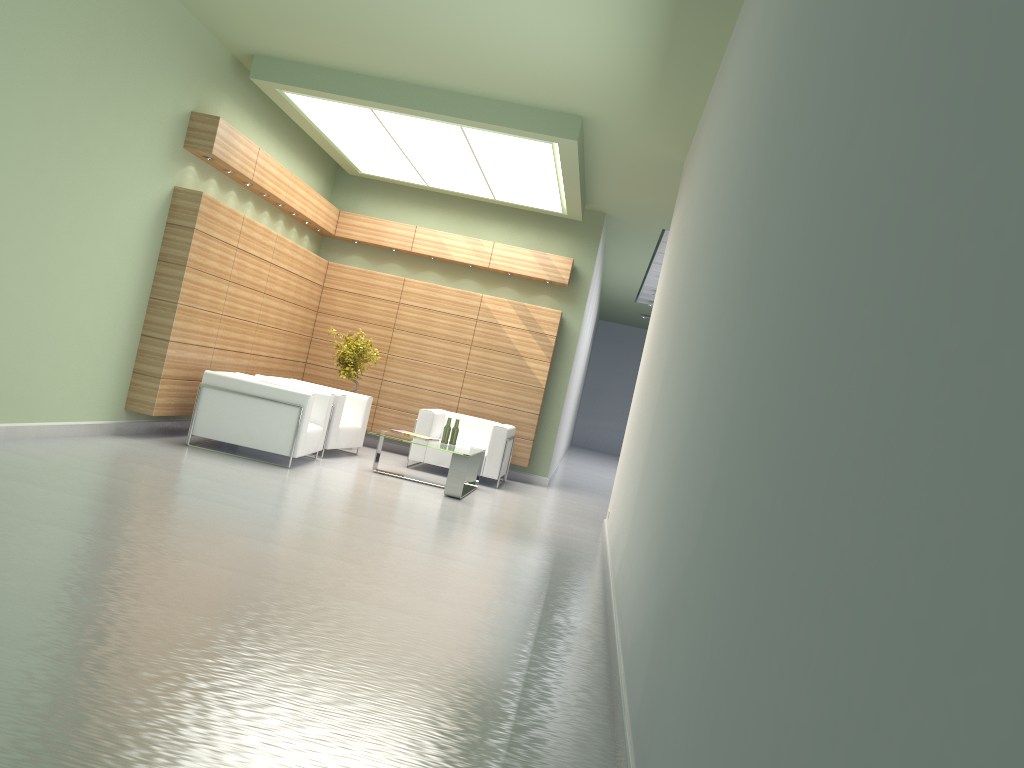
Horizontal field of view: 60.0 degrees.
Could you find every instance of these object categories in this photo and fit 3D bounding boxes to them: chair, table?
[{"bbox_3d":[-3.907,0.640,17.199,1.769,1.234,1.894,12,0,10],"label":"chair"},{"bbox_3d":[-1.001,1.293,18.363,1.894,1.234,1.802,12,0,5],"label":"chair"},{"bbox_3d":[-4.135,0.571,14.887,1.802,1.234,1.894,12,0,0],"label":"chair"},{"bbox_3d":[-1.534,1.380,15.830,1.783,0.742,2.197,12,0,5],"label":"table"}]

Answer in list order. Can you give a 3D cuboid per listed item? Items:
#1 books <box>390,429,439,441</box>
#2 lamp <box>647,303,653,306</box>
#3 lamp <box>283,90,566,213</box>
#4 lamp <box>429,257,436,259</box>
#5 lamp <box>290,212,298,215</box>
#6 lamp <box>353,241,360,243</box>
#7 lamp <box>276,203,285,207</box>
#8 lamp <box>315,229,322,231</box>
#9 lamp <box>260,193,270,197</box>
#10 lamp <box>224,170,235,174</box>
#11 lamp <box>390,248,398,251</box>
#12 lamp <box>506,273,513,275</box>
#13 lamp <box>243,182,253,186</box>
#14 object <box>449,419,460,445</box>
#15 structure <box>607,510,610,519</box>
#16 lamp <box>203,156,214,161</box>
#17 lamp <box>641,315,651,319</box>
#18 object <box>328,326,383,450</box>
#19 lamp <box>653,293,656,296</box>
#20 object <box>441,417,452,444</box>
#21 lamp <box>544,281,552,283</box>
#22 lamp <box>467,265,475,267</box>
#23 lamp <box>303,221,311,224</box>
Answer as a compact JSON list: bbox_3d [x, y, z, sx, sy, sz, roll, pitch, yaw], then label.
[{"bbox_3d":[-1.775,0.935,16.218,0.762,0.025,0.508,12,0,25],"label":"books"},{"bbox_3d":[5.463,-2.993,33.548,0.657,0.159,0.286,12,0,5],"label":"lamp"},{"bbox_3d":[-1.305,-4.426,16.957,4.571,0.325,5.060,12,0,5],"label":"lamp"},{"bbox_3d":[-1.797,-2.885,20.102,0.181,0.074,0.181,13,-1,-34],"label":"lamp"},{"bbox_3d":[-4.434,-3.486,18.054,0.181,0.074,0.181,13,0,-11],"label":"lamp"},{"bbox_3d":[-3.554,-3.273,20.274,0.181,0.074,0.181,13,0,0],"label":"lamp"},{"bbox_3d":[-4.507,-3.508,17.259,0.181,0.074,0.181,13,0,-11],"label":"lamp"},{"bbox_3d":[-4.285,-3.440,19.676,0.181,0.074,0.181,13,0,-11],"label":"lamp"},{"bbox_3d":[-4.581,-3.531,16.449,0.181,0.074,0.181,13,0,-23],"label":"lamp"},{"bbox_3d":[-4.728,-3.576,14.842,0.181,0.074,0.181,13,0,-11],"label":"lamp"},{"bbox_3d":[-2.681,-3.080,20.188,0.181,0.074,0.181,13,0,0],"label":"lamp"},{"bbox_3d":[-0.052,-2.500,19.931,0.181,0.074,0.181,13,-1,-34],"label":"lamp"},{"bbox_3d":[-4.654,-3.553,15.650,0.181,0.074,0.181,13,0,-11],"label":"lamp"},{"bbox_3d":[-1.030,0.869,16.051,0.131,0.475,0.131,13,0,-30],"label":"object"},{"bbox_3d":[1.538,2.067,14.087,0.017,0.118,0.262,12,0,5],"label":"structure"},{"bbox_3d":[-4.801,-3.598,14.049,0.181,0.074,0.181,13,0,-23],"label":"lamp"},{"bbox_3d":[5.870,-2.869,37.991,0.657,0.159,0.286,12,0,5],"label":"lamp"},{"bbox_3d":[-3.571,0.036,18.827,1.201,2.565,1.116,13,0,-26],"label":"object"},{"bbox_3d":[5.186,-3.078,30.514,0.657,0.159,0.286,12,0,5],"label":"lamp"},{"bbox_3d":[-1.167,0.838,15.942,0.131,0.475,0.131,13,0,-30],"label":"object"},{"bbox_3d":[0.808,-2.310,19.847,0.181,0.074,0.181,13,0,0],"label":"lamp"},{"bbox_3d":[-0.930,-2.694,20.017,0.181,0.074,0.181,13,0,0],"label":"lamp"},{"bbox_3d":[-4.359,-3.463,18.871,0.181,0.074,0.181,13,0,-23],"label":"lamp"}]
